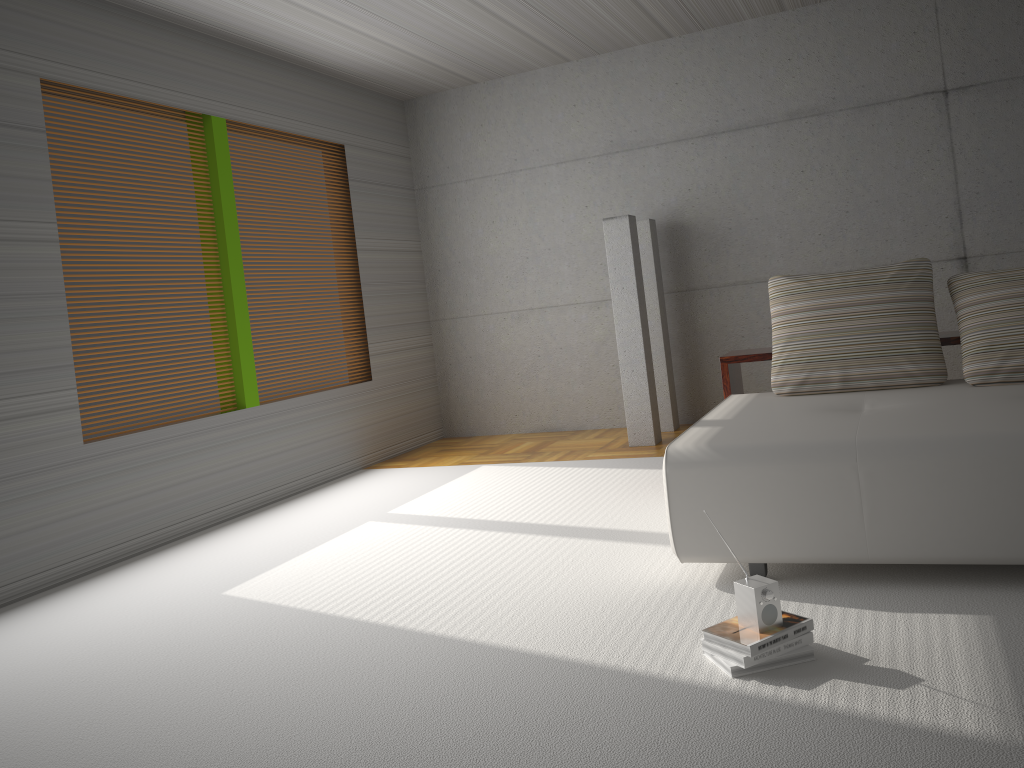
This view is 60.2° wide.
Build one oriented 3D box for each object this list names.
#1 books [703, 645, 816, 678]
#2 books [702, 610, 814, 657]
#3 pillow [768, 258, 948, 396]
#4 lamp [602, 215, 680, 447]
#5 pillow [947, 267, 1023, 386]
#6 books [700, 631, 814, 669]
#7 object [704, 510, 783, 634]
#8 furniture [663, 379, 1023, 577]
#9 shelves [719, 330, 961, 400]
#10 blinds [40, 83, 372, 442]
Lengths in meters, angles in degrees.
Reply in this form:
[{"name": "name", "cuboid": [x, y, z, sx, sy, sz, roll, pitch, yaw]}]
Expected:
[{"name": "books", "cuboid": [0.722, 0.787, 2.599, 0.265, 0.032, 0.189, -8, 5, -12]}, {"name": "books", "cuboid": [0.722, 0.722, 2.598, 0.266, 0.032, 0.188, -10, 5, -32]}, {"name": "pillow", "cuboid": [1.692, -0.280, 4.402, 0.798, 0.609, 0.493, -5, 2, 23]}, {"name": "lamp", "cuboid": [1.009, -0.432, 6.819, 0.199, 1.690, 0.801, -7, 1, 24]}, {"name": "pillow", "cuboid": [2.457, -0.289, 4.014, 0.804, 0.517, 0.581, -5, 3, 24]}, {"name": "books", "cuboid": [0.719, 0.755, 2.599, 0.266, 0.032, 0.189, -9, 5, -27]}, {"name": "object", "cuboid": [0.664, 0.532, 2.567, 0.186, 0.366, 0.090, -7, 1, -26]}, {"name": "furniture", "cuboid": [1.870, 0.322, 3.600, 2.162, 0.521, 1.622, -5, 5, 24]}, {"name": "shelves", "cuboid": [2.264, 0.101, 4.506, 2.243, 0.715, 0.402, -5, 2, 24]}, {"name": "blinds", "cuboid": [-1.914, -0.741, 5.832, 0.012, 2.042, 3.552, -7, 3, 24]}]
